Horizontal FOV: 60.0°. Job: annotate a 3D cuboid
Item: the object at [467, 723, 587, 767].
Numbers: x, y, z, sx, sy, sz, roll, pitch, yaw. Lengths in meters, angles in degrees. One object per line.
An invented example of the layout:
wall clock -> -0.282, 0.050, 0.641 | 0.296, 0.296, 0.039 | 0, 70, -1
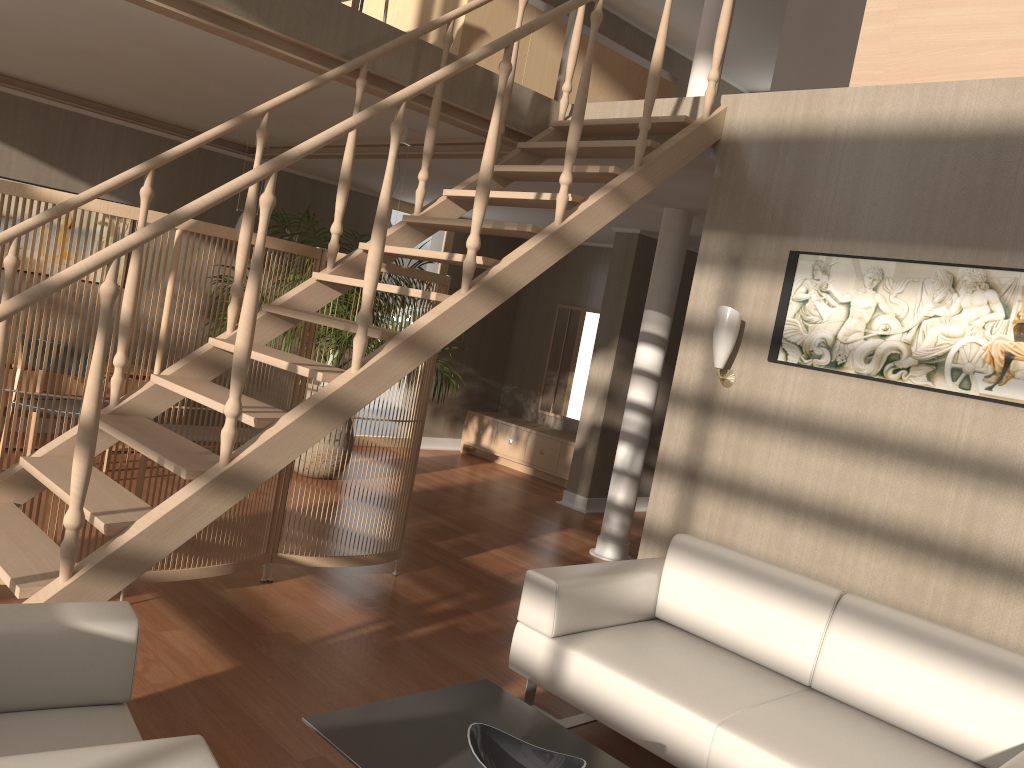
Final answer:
object -> 0.026, 0.978, 2.257 | 0.317, 0.125, 0.223 | 12, 4, 17

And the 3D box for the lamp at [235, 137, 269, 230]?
lamp -> -1.910, -1.438, 6.495 | 0.139, 0.800, 0.139 | 12, 4, 19

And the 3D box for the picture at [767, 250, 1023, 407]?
picture -> 1.692, -0.204, 3.333 | 0.018, 0.487, 1.531 | 7, 6, -45

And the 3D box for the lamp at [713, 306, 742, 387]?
lamp -> 0.957, -0.166, 3.974 | 0.153, 0.353, 0.112 | 7, 6, -45

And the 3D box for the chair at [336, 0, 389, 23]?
chair -> -0.971, -2.188, 4.866 | 0.496, 0.796, 0.430 | 14, 5, 40

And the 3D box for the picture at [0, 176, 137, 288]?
picture -> -3.400, -1.105, 6.357 | 1.317, 0.633, 0.010 | 7, 6, -45

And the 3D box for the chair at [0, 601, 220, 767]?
chair -> -1.164, 0.786, 1.725 | 0.905, 0.740, 0.900 | 8, 5, -35

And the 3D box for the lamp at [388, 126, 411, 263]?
lamp -> -0.706, -1.124, 5.254 | 0.139, 0.800, 0.139 | 10, 4, -9

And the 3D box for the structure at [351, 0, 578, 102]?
structure -> -1.983, -2.433, 4.943 | 3.300, 0.900, 3.475 | 7, 6, -45

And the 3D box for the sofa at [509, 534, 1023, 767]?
sofa -> 0.932, 1.084, 3.021 | 0.905, 0.740, 1.781 | 7, 6, -45

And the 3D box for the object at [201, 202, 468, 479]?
object -> -1.412, -0.209, 6.945 | 2.109, 2.304, 2.157 | 13, 5, 34

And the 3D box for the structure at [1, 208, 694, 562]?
structure -> 0.961, 0.034, 4.980 | 10.775, 2.533, 8.342 | 7, 6, -45

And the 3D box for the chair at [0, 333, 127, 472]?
chair -> -2.845, 0.133, 5.626 | 0.582, 0.856, 0.509 | 10, 4, -5

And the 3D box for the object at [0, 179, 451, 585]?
object -> -1.254, 0.098, 3.977 | 2.229, 1.542, 0.233 | 7, 5, -40

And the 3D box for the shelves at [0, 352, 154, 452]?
shelves -> -3.289, 0.137, 6.166 | 1.600, 0.590, 0.658 | 7, 6, -45

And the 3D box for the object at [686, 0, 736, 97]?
object -> 1.398, -2.633, 5.861 | 0.200, 2.400, 0.200 | 7, 6, -45

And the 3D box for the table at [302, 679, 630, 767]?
table -> 0.074, 1.200, 2.249 | 0.700, 0.293, 1.260 | 7, 6, -45

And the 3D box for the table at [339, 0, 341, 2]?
table -> -1.966, -2.348, 4.938 | 1.800, 0.740, 0.900 | 7, 6, -45

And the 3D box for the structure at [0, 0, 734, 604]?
structure -> -0.599, -0.680, 3.462 | 3.150, 3.578, 1.000 | 7, 6, -45

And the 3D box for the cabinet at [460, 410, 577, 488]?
cabinet -> 0.306, 0.687, 8.917 | 0.500, 0.458, 1.911 | 7, 6, -45
